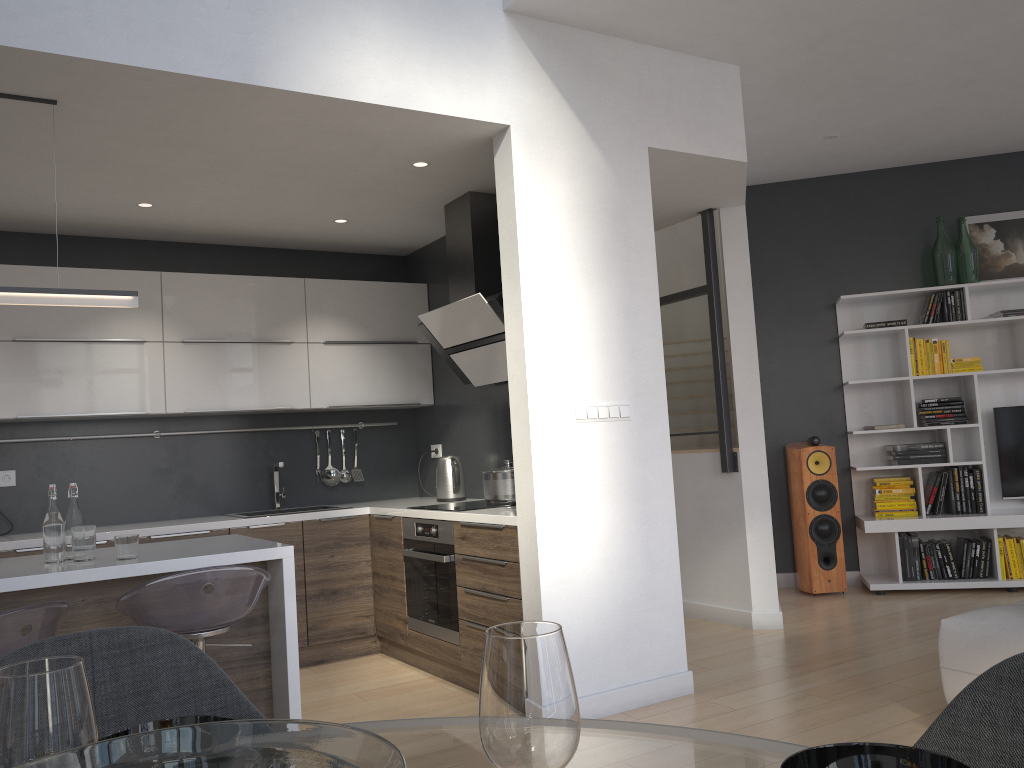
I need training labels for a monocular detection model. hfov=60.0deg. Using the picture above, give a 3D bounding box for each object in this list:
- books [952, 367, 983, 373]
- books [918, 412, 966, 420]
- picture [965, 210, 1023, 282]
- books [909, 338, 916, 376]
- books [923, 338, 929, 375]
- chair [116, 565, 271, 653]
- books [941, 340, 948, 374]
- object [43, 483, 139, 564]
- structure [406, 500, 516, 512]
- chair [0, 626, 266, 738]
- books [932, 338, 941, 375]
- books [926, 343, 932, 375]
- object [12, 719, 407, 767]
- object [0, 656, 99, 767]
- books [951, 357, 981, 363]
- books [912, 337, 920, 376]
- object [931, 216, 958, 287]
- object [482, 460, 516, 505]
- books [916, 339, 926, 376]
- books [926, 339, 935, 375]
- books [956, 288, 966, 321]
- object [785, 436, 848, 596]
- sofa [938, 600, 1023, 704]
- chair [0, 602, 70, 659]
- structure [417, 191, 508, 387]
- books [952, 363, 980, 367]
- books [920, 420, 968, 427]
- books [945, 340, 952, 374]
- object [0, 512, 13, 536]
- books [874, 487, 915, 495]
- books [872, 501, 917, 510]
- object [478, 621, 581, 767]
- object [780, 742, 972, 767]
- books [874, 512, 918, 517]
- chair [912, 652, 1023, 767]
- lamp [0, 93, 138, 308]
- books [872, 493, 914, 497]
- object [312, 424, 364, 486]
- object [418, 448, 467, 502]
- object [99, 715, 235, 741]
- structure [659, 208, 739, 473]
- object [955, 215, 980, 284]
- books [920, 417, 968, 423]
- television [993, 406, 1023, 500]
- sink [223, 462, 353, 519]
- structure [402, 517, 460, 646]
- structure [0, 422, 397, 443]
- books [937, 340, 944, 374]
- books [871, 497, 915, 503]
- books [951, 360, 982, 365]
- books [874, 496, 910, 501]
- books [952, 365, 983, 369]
[{"bbox_3d":[3.122,-0.090,6.114,0.190,0.033,0.147,-5,-4,14],"label":"books"},{"bbox_3d":[2.977,0.223,6.149,0.266,0.030,0.209,-5,-4,12],"label":"books"},{"bbox_3d":[3.817,-1.068,6.149,1.279,0.707,0.076,-5,-4,14],"label":"picture"},{"bbox_3d":[2.778,-0.180,6.204,0.029,0.270,0.204,-5,-4,14],"label":"books"},{"bbox_3d":[2.872,-0.181,6.198,0.015,0.263,0.199,-5,-4,14],"label":"books"},{"bbox_3d":[-1.007,0.994,2.858,0.475,0.838,0.434,-1,-5,-33],"label":"chair"},{"bbox_3d":[2.987,-0.179,6.163,0.024,0.234,0.172,-5,-4,14],"label":"books"},{"bbox_3d":[-1.431,0.468,3.015,0.323,0.267,0.148,-5,-4,23],"label":"object"},{"bbox_3d":[-0.182,0.638,4.686,0.550,0.006,0.600,-1,-5,-31],"label":"structure"},{"bbox_3d":[-0.501,0.812,1.140,0.655,0.891,0.619,-1,-5,-30],"label":"chair"},{"bbox_3d":[2.935,-0.182,6.178,0.035,0.250,0.185,-5,-4,14],"label":"books"},{"bbox_3d":[2.886,-0.167,6.172,0.024,0.229,0.156,-5,-4,13],"label":"books"},{"bbox_3d":[-0.194,0.326,0.501,0.278,0.184,0.278,-2,-4,-23],"label":"object"},{"bbox_3d":[-0.370,0.334,0.700,0.083,0.220,0.083,-3,-4,-3],"label":"object"},{"bbox_3d":[3.118,-0.161,6.132,0.186,0.026,0.138,-5,-4,13],"label":"books"},{"bbox_3d":[2.806,-0.182,6.207,0.025,0.270,0.213,-5,-4,14],"label":"books"},{"bbox_3d":[3.003,-0.918,6.177,0.157,0.507,0.157,-6,-5,27],"label":"object"},{"bbox_3d":[-0.011,0.509,4.645,0.288,0.223,0.315,-4,-4,10],"label":"object"},{"bbox_3d":[2.842,-0.177,6.203,0.044,0.255,0.198,-5,-4,14],"label":"books"},{"bbox_3d":[2.910,-0.180,6.186,0.019,0.251,0.180,-5,-4,14],"label":"books"},{"bbox_3d":[3.101,-0.537,6.139,0.019,0.230,0.174,-5,-4,14],"label":"books"},{"bbox_3d":[2.120,0.913,6.259,0.290,1.088,0.434,-4,-4,-1],"label":"object"},{"bbox_3d":[3.558,0.734,2.532,2.614,0.732,3.424,-1,-5,-31],"label":"sofa"},{"bbox_3d":[-1.516,1.030,2.546,0.434,0.787,0.475,-5,-4,21],"label":"chair"},{"bbox_3d":[-0.179,-0.511,4.809,0.407,0.998,0.898,-1,-5,-31],"label":"structure"},{"bbox_3d":[3.111,-0.127,6.103,0.169,0.018,0.113,-5,-4,15],"label":"books"},{"bbox_3d":[2.981,0.275,6.124,0.263,0.026,0.189,-5,-4,12],"label":"books"},{"bbox_3d":[3.014,-0.180,6.160,0.024,0.234,0.172,-5,-4,14],"label":"books"},{"bbox_3d":[-2.868,0.642,4.524,0.562,0.319,0.191,-1,-5,-31],"label":"object"},{"bbox_3d":[2.677,0.746,6.215,0.250,0.035,0.185,-5,-4,17],"label":"books"},{"bbox_3d":[2.670,0.842,6.201,0.255,0.044,0.198,-5,-4,14],"label":"books"},{"bbox_3d":[0.016,0.311,0.722,0.083,0.220,0.083,-6,-5,30],"label":"object"},{"bbox_3d":[0.310,0.365,0.742,0.258,0.074,0.258,-7,-5,39],"label":"object"},{"bbox_3d":[2.673,0.903,6.183,0.270,0.029,0.204,-5,-4,19],"label":"books"},{"bbox_3d":[0.402,0.726,0.742,0.619,0.891,0.655,-2,-4,-25],"label":"chair"},{"bbox_3d":[-1.841,-0.652,3.066,0.998,0.756,0.020,-1,-5,-31],"label":"lamp"},{"bbox_3d":[2.668,0.774,6.218,0.251,0.019,0.180,-5,-4,14],"label":"books"},{"bbox_3d":[-1.117,0.452,5.681,0.320,0.389,0.069,-1,-5,-30],"label":"object"},{"bbox_3d":[-0.429,0.550,5.416,0.179,0.318,0.590,-2,-4,-25],"label":"object"},{"bbox_3d":[-0.378,0.425,0.972,0.258,0.074,0.258,-7,-5,39],"label":"object"},{"bbox_3d":[1.347,-0.574,7.807,2.823,4.339,4.190,-1,-5,-31],"label":"structure"},{"bbox_3d":[3.168,-0.927,6.195,0.157,0.507,0.157,-6,-5,27],"label":"object"},{"bbox_3d":[2.981,0.249,6.127,0.270,0.025,0.189,-5,-4,13],"label":"books"},{"bbox_3d":[3.866,0.470,5.951,1.102,0.704,0.207,-5,-4,14],"label":"television"},{"bbox_3d":[-1.321,0.719,5.213,0.626,0.518,0.512,-1,-5,-31],"label":"sink"},{"bbox_3d":[-0.200,0.980,4.638,0.584,0.588,0.587,-1,-5,-31],"label":"structure"},{"bbox_3d":[-2.054,0.291,5.139,3.000,0.045,0.050,-1,-5,-31],"label":"structure"},{"bbox_3d":[2.965,-0.179,6.172,0.023,0.239,0.169,-5,-4,14],"label":"books"},{"bbox_3d":[2.669,0.813,6.218,0.263,0.015,0.198,-5,-4,17],"label":"books"},{"bbox_3d":[3.120,-0.142,6.117,0.187,0.014,0.134,-5,-4,14],"label":"books"},{"bbox_3d":[2.653,0.795,6.202,0.228,0.024,0.152,-5,-4,18],"label":"books"},{"bbox_3d":[3.122,-0.113,6.119,0.196,0.011,0.148,-5,-4,14],"label":"books"}]
